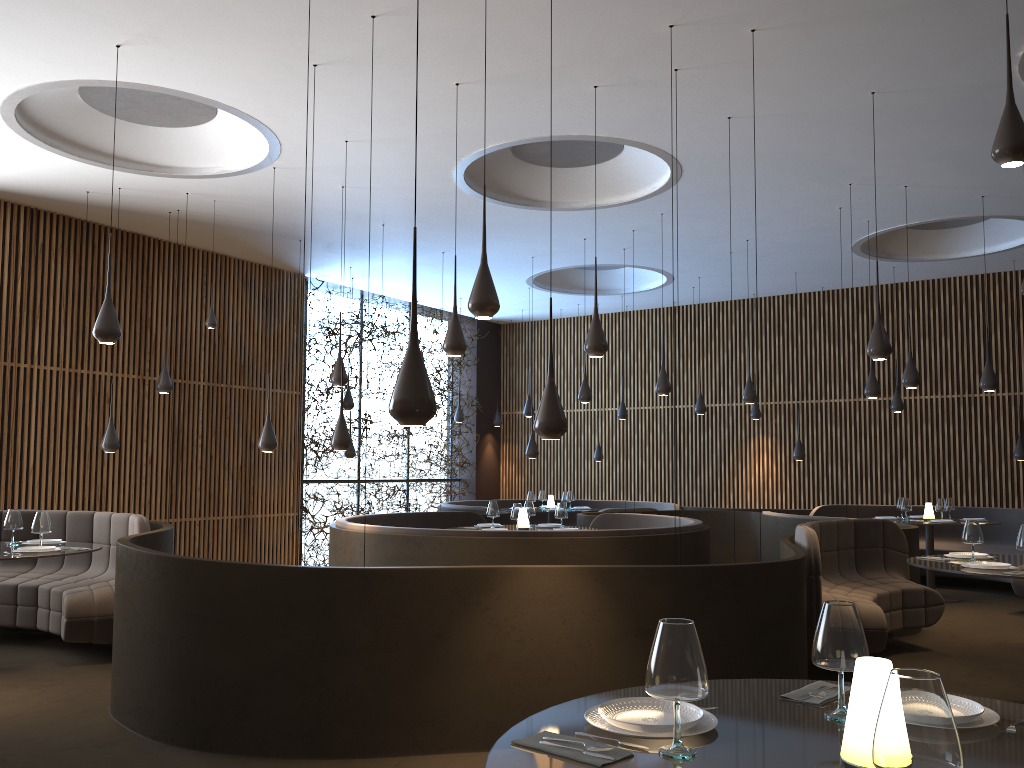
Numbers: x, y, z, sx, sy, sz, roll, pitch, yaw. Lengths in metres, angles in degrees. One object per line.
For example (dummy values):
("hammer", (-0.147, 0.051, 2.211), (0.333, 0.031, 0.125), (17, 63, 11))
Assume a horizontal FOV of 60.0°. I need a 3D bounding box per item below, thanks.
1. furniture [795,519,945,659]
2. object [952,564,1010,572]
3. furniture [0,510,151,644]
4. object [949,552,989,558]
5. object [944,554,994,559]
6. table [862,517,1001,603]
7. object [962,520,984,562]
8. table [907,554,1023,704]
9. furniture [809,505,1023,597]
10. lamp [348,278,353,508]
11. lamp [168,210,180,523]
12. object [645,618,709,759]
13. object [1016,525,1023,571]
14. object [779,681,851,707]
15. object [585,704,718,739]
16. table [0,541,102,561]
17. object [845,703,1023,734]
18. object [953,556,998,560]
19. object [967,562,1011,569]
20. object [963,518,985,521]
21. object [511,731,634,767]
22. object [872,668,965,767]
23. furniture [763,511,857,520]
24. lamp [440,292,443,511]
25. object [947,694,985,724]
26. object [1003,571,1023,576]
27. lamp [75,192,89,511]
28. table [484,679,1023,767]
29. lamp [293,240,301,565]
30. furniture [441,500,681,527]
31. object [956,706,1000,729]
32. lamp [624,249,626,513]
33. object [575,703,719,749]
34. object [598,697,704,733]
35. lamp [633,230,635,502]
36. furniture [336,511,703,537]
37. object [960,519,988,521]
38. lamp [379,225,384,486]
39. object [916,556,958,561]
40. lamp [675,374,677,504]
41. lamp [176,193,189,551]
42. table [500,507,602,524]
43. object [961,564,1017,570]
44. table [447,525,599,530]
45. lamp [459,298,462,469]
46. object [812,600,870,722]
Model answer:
("furniture", (3.115, 1.771, 7.886), (0.932, 1.058, 2.534), (-4, -7, 39))
("object", (3.157, 1.216, 5.877), (0.204, 0.012, 0.411), (2, -6, -21))
("furniture", (-3.976, 1.651, 7.678), (2.532, 1.058, 0.932), (-3, -6, 29))
("object", (3.393, 1.275, 6.587), (0.263, 0.029, 0.263), (2, -6, -19))
("object", (3.393, 1.284, 6.586), (0.332, 0.014, 0.332), (3, -6, -22))
("table", (5.521, 2.316, 11.702), (1.672, 1.022, 1.675), (-2, -6, 23))
("object", (3.314, 1.127, 6.378), (0.142, 0.295, 0.142), (-3, -5, 33))
("table", (3.625, 1.757, 6.055), (1.673, 1.022, 1.675), (2, -6, -22))
("furniture", (6.190, 2.238, 12.096), (1.981, 1.045, 3.941), (3, -6, -25))
("lamp", (-2.636, 1.389, 14.338), (0.196, 6.264, 0.196), (3, -5, -31))
("lamp", (-4.070, 1.013, 10.551), (0.196, 6.264, 0.196), (-3, -5, 41))
("object", (0.374, 0.687, 2.010), (0.142, 0.295, 0.142), (-1, -5, 18))
("object", (3.370, 1.069, 5.783), (0.142, 0.295, 0.142), (1, -4, -7))
("object", (0.880, 0.885, 2.537), (0.126, 0.017, 0.262), (-5, -8, 43))
("object", (0.349, 0.845, 2.231), (0.332, 0.014, 0.332), (-5, -7, 42))
("table", (-4.105, 1.797, 6.851), (1.673, 1.022, 1.675), (-2, -6, 25))
("object", (1.092, 0.858, 2.315), (0.411, 0.012, 0.204), (-4, -7, 39))
("object", (3.397, 1.286, 6.589), (0.411, 0.012, 0.205), (3, -6, -26))
("object", (3.159, 1.204, 5.874), (0.263, 0.029, 0.263), (-4, -7, 38))
("object", (6.060, 1.779, 11.624), (0.263, 0.029, 0.263), (-4, -7, 38))
("object", (0.135, 0.831, 2.018), (0.262, 0.017, 0.126), (-5, -7, 41))
("object", (0.686, 0.639, 1.500), (0.142, 0.295, 0.142), (3, -5, -33))
("furniture", (3.888, 2.189, 11.317), (0.900, 1.045, 2.536), (2, -5, -15))
("lamp", (-1.011, 1.227, 12.599), (0.196, 6.264, 0.196), (1, -4, -11))
("object", (1.088, 0.848, 2.319), (0.263, 0.029, 0.263), (-2, -6, 24))
("object", (3.230, 1.193, 5.580), (0.262, 0.017, 0.127), (2, -6, -17))
("lamp", (-4.836, 0.941, 9.856), (0.196, 6.264, 0.196), (-3, -5, 41))
("table", (0.774, 1.334, 1.853), (1.673, 1.022, 1.674), (-4, -7, 42))
("lamp", (-2.923, 1.156, 11.963), (0.196, 6.264, 0.196), (0, -4, 9))
("furniture", (0.799, 2.463, 14.385), (3.883, 1.045, 3.799), (-1, -6, 10))
("object", (1.088, 0.857, 2.318), (0.332, 0.014, 0.332), (-3, -7, 34))
("lamp", (1.574, 1.213, 12.333), (0.196, 6.264, 0.196), (2, -4, -21))
("object", (0.351, 0.847, 2.235), (0.204, 0.012, 0.411), (-4, -7, 37))
("object", (0.349, 0.836, 2.232), (0.263, 0.029, 0.263), (0, -6, 3))
("lamp", (1.572, 1.120, 11.372), (0.196, 6.264, 0.196), (2, -4, -21))
("furniture", (0.070, 2.004, 9.460), (3.880, 1.116, 3.798), (-1, -6, 9))
("object", (6.060, 1.788, 11.624), (0.332, 0.014, 0.332), (-2, -6, 18))
("lamp", (-1.668, 1.084, 11.160), (0.196, 6.264, 0.196), (1, -4, -11))
("object", (3.107, 1.281, 6.488), (0.126, 0.017, 0.262), (3, -6, -22))
("lamp", (3.021, 1.608, 16.315), (0.196, 6.264, 0.196), (3, -5, -31))
("lamp", (-3.718, 0.950, 9.891), (0.196, 6.264, 0.196), (2, -5, -29))
("table", (0.639, 2.573, 14.580), (1.672, 1.022, 1.676), (1, -5, -6))
("object", (3.159, 1.214, 5.873), (0.332, 0.014, 0.332), (-4, -7, 34))
("table", (0.115, 2.075, 9.490), (1.674, 1.022, 1.674), (-5, -7, 43))
("lamp", (-0.950, 1.558, 15.995), (0.196, 6.264, 0.196), (3, -5, -31))
("object", (0.856, 0.718, 2.310), (0.142, 0.295, 0.142), (-2, -5, 31))
